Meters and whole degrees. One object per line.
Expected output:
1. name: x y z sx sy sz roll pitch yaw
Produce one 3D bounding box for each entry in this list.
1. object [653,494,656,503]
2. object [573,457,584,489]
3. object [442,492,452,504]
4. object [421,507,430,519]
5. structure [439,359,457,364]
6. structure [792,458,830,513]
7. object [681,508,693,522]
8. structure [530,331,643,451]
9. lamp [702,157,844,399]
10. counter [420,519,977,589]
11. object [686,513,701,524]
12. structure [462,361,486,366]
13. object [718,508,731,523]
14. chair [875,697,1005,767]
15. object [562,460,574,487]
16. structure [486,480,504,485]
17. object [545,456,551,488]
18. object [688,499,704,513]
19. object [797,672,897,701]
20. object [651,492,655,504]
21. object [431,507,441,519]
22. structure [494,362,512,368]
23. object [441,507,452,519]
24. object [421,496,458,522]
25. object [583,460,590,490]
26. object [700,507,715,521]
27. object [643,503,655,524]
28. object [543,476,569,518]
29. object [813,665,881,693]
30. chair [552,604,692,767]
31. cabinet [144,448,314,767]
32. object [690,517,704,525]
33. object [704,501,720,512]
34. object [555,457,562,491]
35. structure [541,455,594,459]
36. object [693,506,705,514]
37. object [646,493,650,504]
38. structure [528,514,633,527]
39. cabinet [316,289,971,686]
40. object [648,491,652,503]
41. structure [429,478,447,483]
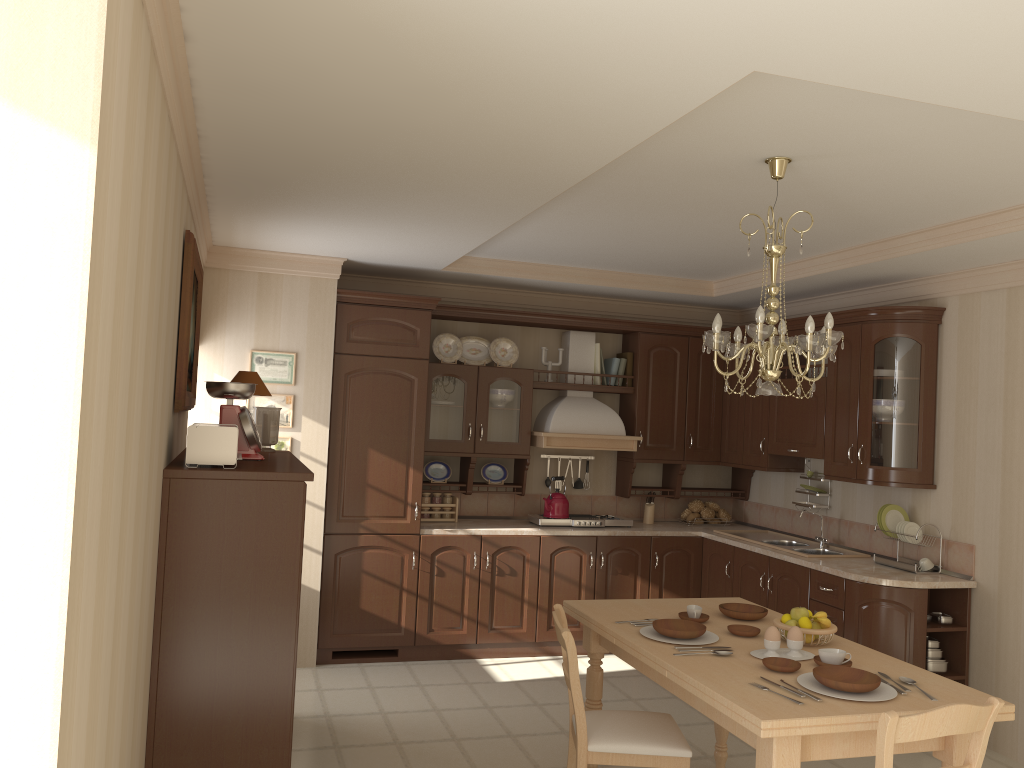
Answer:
1. object: 1.057 0.899 6.659 0.022 0.159 0.050 1 -3 42
2. object: 0.497 0.662 6.581 0.088 0.236 0.028 3 -2 -17
3. object: -0.446 0.790 6.127 0.068 0.088 0.068 3 -2 -1
4. object: -0.596 0.881 6.066 0.068 0.088 0.068 3 -2 -1
5. structure: -0.441 -0.200 6.119 0.110 0.126 0.080 3 -2 -17
6. structure: 2.009 0.680 5.951 0.131 0.361 0.256 3 -2 -17
7. object: 1.324 0.988 6.700 0.092 0.109 0.123 1 -3 40
8. structure: 0.512 0.040 6.376 0.753 0.845 0.455 3 -2 -17
9. lamp: 0.987 -0.441 3.338 0.502 0.982 0.501 1 -3 42
10. counter: 0.843 1.005 5.437 2.603 0.034 2.422 3 -2 -17
11. object: 1.356 1.005 6.637 0.104 0.092 0.114 2 -2 30
12. structure: -0.268 -0.187 6.230 0.154 0.126 0.080 3 -2 -17
13. object: 1.603 0.993 6.691 0.097 0.106 0.117 2 -2 28
14. chair: 1.113 1.320 2.697 0.462 0.846 0.517 4 -2 -25
15. object: 0.418 0.659 6.543 0.089 0.195 0.005 3 -2 -17
16. structure: -0.120 0.644 6.262 0.110 0.126 0.080 3 -2 -17
17. object: 0.267 0.644 6.494 0.048 0.231 0.015 3 -2 -16
18. object: 1.387 0.918 6.675 0.118 0.105 0.100 4 -2 -23
19. object: 1.061 0.962 2.814 0.299 0.009 0.299 4 -3 -39
20. object: 1.046 0.907 6.622 0.053 0.198 0.027 4 -2 -34
21. object: -0.523 0.886 6.095 0.068 0.088 0.068 3 -2 -1
22. structure: -0.060 -0.177 6.238 0.110 0.126 0.080 3 -2 -17
23. object: -0.451 0.890 6.124 0.068 0.088 0.068 3 -2 -1
24. object: -0.524 0.858 6.096 0.276 0.170 0.140 4 -2 -22
25. object: 0.557 0.677 6.586 0.049 0.219 0.049 4 -3 -40
26. object: 1.466 0.973 6.649 0.110 0.102 0.115 2 -2 12
27. object: 1.028 0.963 6.622 0.078 0.148 0.151 2 -2 20
28. object: 0.312 0.784 6.160 0.181 0.282 0.227 3 -2 6
29. object: 1.061 0.943 2.815 0.204 0.042 0.204 1 -3 43
30. chair: 0.391 1.308 3.375 0.517 0.846 0.462 3 -2 -1
31. cabinet: -1.193 0.993 3.804 0.538 1.349 1.513 3 -2 -17
32. object: 1.387 1.027 6.669 0.119 0.058 0.114 1 -2 38
33. object: 1.515 0.929 6.732 0.112 0.078 0.125 4 -2 -23
34. object: 0.345 0.661 6.521 0.051 0.245 0.003 3 -2 -17
35. structure: 0.411 0.540 6.551 0.422 0.020 0.008 3 -2 -17
36. object: 1.424 0.965 6.741 0.110 0.092 0.113 1 -2 35
37. object: 1.010 0.910 6.623 0.053 0.198 0.027 4 -2 -34
38. structure: 0.494 0.961 6.262 0.710 0.054 0.325 3 -2 -17
39. cabinet: 0.570 0.650 5.369 3.226 2.313 2.436 3 -2 -17
40. object: 1.026 0.901 6.648 0.027 0.191 0.052 2 -2 28
41. structure: -0.512 0.621 6.142 0.110 0.126 0.080 3 -2 -17
